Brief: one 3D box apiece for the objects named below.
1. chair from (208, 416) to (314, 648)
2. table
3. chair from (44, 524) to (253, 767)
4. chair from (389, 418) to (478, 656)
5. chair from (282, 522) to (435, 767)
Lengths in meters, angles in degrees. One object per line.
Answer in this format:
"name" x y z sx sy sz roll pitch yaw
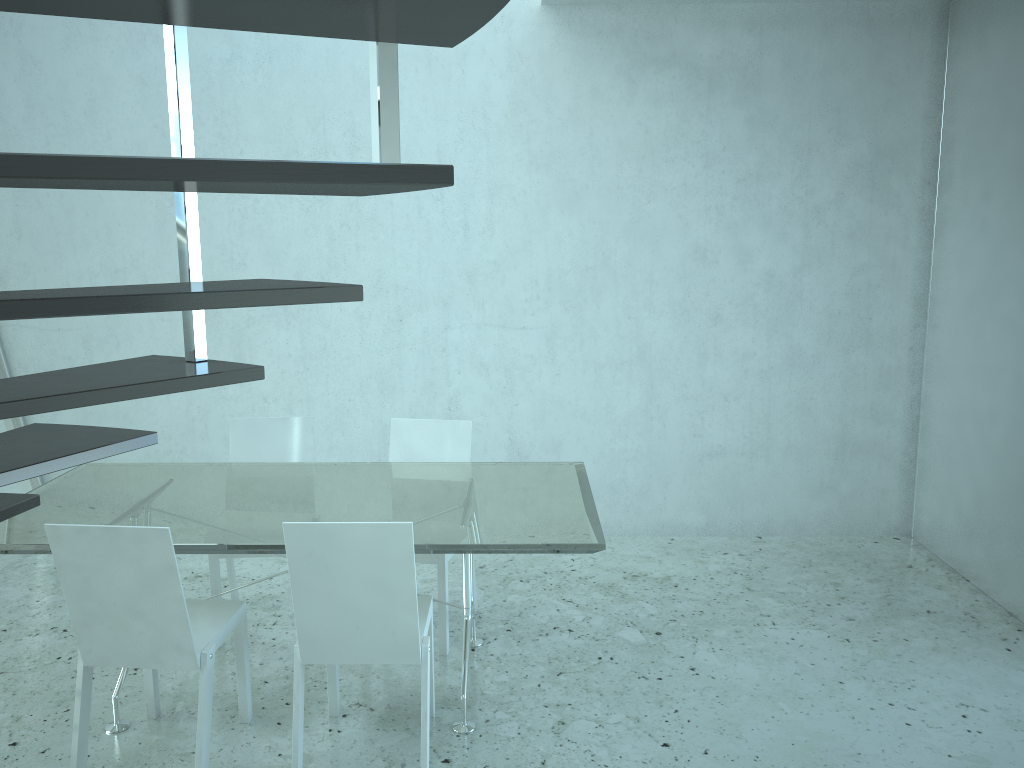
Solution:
"chair" -1.052 0.611 3.803 0.413 0.857 0.492 -1 10 -4
"table" -0.754 0.766 3.284 2.100 0.720 1.000 0 9 1
"chair" -1.110 0.780 2.794 0.413 0.857 0.492 1 10 6
"chair" -0.397 0.618 3.740 0.410 0.857 0.492 1 10 11
"chair" -0.460 0.773 2.815 0.410 0.857 0.492 0 9 1
